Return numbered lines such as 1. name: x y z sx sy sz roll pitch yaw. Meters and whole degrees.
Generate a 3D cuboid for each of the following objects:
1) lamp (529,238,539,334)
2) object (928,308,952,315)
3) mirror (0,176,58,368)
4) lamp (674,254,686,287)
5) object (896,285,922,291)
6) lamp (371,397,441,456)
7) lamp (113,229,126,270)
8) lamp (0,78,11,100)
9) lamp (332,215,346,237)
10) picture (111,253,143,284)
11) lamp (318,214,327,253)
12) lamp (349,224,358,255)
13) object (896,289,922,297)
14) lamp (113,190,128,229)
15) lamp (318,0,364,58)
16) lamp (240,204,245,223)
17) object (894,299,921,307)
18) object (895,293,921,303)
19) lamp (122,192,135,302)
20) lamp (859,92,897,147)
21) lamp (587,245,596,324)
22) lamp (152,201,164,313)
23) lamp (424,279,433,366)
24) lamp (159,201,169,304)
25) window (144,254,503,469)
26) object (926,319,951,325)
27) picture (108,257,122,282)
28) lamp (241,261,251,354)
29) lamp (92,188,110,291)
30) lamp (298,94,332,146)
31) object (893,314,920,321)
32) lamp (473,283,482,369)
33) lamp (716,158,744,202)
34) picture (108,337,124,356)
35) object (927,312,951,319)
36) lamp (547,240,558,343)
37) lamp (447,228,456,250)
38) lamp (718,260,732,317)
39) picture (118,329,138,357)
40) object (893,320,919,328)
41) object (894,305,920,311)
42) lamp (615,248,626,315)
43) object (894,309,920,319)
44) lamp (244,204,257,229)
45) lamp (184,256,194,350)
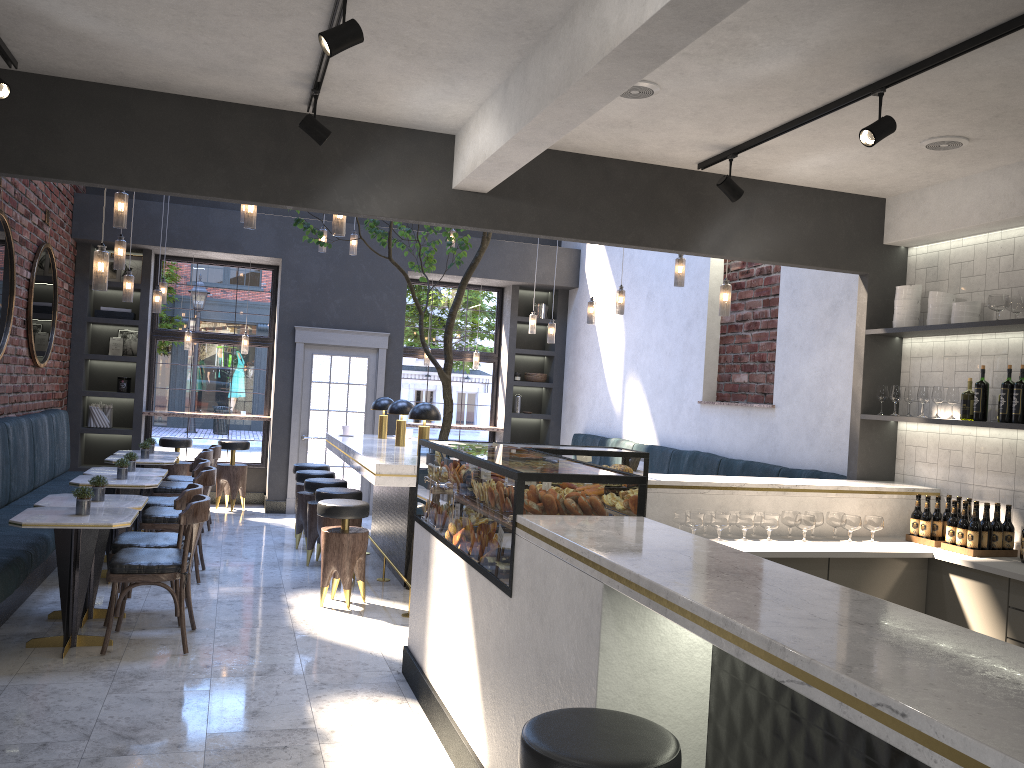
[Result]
1. lamp: 0.354 -2.631 10.278 0.078 4.105 0.078 3 0 -32
2. object: 2.619 -0.428 5.409 0.153 0.062 0.153 3 0 12
3. mirror: -3.927 -0.894 6.756 0.036 1.510 4.773 3 0 -17
4. lamp: 1.420 -2.807 6.896 0.078 4.105 0.078 3 0 -32
5. object: 2.501 -0.593 5.591 0.153 0.070 0.153 3 -1 29
6. lamp: -0.425 -1.078 4.235 4.184 3.256 8.833 4 -1 -34
7. lamp: -2.852 -2.916 6.711 0.078 4.105 0.078 3 0 -10
8. lamp: -2.239 -1.341 3.828 0.157 0.235 0.087 3 0 24
9. lamp: -0.931 -2.948 5.375 0.078 4.105 0.078 3 0 13
10. picture: -4.603 -1.364 10.587 0.361 0.369 0.055 3 0 -17
11. lamp: -1.782 -3.374 8.889 0.078 4.105 0.078 3 0 -32
12. lamp: -1.601 -3.448 9.602 0.078 4.105 0.078 3 0 -32
13. object: 2.502 -0.561 5.593 0.153 0.067 0.153 3 -1 29
14. lamp: -2.374 -3.043 5.641 0.078 4.105 0.078 3 0 -32
15. lamp: -0.593 -1.253 3.093 0.157 0.238 0.087 3 0 -23
16. lamp: -2.384 -3.563 8.302 0.078 4.105 0.078 3 0 -32
17. object: 2.494 -0.496 5.597 0.153 0.060 0.153 4 -1 -35
18. object: 2.498 -0.531 5.594 0.154 0.076 0.153 3 0 4
19. lamp: -3.055 -2.728 7.325 0.078 4.105 0.078 3 0 -10
20. lamp: 1.555 -1.118 3.765 0.157 0.235 0.087 3 0 -23
21. lamp: 0.883 -2.629 8.583 0.078 4.105 0.078 3 0 35
22. lamp: -3.282 -2.730 8.491 0.078 4.105 0.078 3 0 -32
23. lamp: -1.063 -0.950 11.507 0.078 1.429 0.078 3 0 35
24. lamp: -3.445 -2.868 9.038 0.078 4.105 0.078 3 0 -32
25. window: -0.397 -1.517 5.523 6.406 5.364 12.708 3 0 -17
26. object: 2.611 -0.363 5.411 0.153 0.055 0.153 3 -1 35
27. picture: -4.751 -1.348 10.504 0.230 0.313 0.061 3 0 -17
28. lamp: -3.224 -1.084 10.831 0.078 1.429 0.078 3 0 35
29. lamp: -2.198 -2.575 4.987 0.078 4.105 0.078 3 0 -32
30. lamp: -0.937 -1.262 4.237 0.157 0.238 0.087 3 0 -23
31. object: 2.491 -0.404 5.600 0.153 0.074 0.154 3 0 -14
32. lamp: -0.436 -0.911 11.702 0.078 1.429 0.078 3 0 13
33. lamp: 1.211 -1.127 4.909 0.157 0.235 0.087 3 0 -23
34. picture: -4.711 -0.444 10.553 0.161 0.227 0.049 3 0 -17
35. object: 2.616 -0.398 5.409 0.153 0.074 0.154 3 0 -14
36. lamp: 0.544 -2.493 9.644 0.078 4.105 0.078 3 0 -32
37. lamp: -0.525 -3.448 9.336 0.078 4.105 0.078 3 0 -32
38. lamp: 1.611 -2.527 6.229 0.078 4.105 0.078 3 0 -32
39. picture: -4.593 -0.487 10.616 0.247 0.326 0.044 3 0 -17
40. object: 2.486 -0.368 5.602 0.153 0.055 0.153 3 -1 35
41. object: 2.494 -0.466 5.598 0.153 0.075 0.154 3 -1 40
42. lamp: 1.085 -2.671 7.942 0.078 4.105 0.078 3 0 35
43. object: 2.494 -0.434 5.599 0.153 0.062 0.153 3 0 12
44. lamp: -1.668 -3.112 6.049 0.078 4.105 0.078 3 0 13
45. lamp: -3.850 -1.123 10.636 0.078 1.429 0.078 3 0 13
